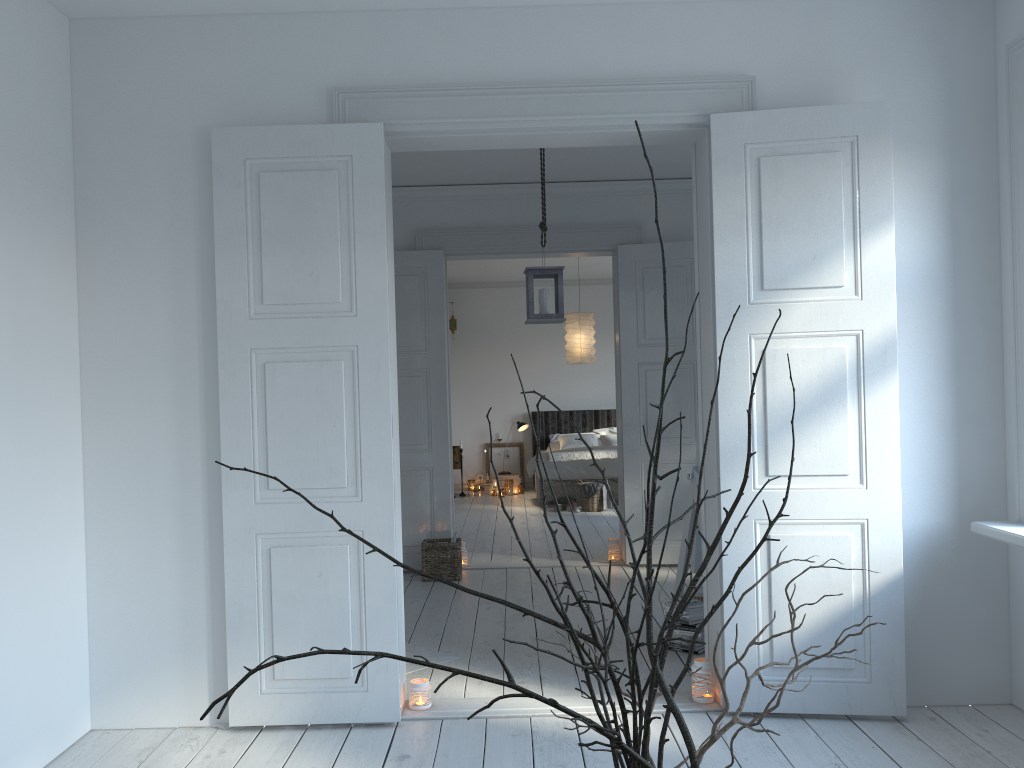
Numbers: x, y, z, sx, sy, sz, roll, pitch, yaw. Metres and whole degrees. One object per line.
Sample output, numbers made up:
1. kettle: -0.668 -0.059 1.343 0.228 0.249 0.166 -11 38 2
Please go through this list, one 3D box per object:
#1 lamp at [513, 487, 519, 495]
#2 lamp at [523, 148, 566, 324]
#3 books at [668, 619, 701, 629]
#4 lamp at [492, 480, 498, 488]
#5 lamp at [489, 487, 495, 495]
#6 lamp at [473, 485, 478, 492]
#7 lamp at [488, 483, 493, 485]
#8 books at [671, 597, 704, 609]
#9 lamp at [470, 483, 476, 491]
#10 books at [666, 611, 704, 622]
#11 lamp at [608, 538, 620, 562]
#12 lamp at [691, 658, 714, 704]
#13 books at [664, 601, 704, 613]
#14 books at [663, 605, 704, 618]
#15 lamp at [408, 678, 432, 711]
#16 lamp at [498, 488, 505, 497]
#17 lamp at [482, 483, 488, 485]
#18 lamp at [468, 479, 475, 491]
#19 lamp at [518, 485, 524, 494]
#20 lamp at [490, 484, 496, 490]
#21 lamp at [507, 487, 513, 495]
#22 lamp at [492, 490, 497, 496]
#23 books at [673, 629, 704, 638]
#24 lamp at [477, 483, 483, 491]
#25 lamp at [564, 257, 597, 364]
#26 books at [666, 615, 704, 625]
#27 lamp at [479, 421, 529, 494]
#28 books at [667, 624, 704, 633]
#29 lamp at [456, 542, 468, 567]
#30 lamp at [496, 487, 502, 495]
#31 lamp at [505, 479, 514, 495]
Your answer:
1. lamp: 0.046 1.370 11.388 0.081 0.098 0.080 -2 0 34
2. lamp: 0.174 -1.249 5.295 0.228 1.762 0.228 -2 0 -3
3. books: 0.864 1.172 4.377 0.178 0.016 0.128 -2 -1 43
4. lamp: -0.210 1.279 11.376 0.081 0.098 0.080 -2 0 43
5. lamp: -0.255 1.378 11.377 0.081 0.098 0.080 -2 0 34
6. lamp: -0.489 1.395 11.856 0.063 0.091 0.073 -2 0 32
7. lamp: -0.282 1.386 11.939 0.080 0.098 0.081 -2 0 -44
8. books: 0.872 1.080 4.371 0.111 0.014 0.156 -1 -1 -21
9. lamp: -0.521 1.393 11.967 0.080 0.098 0.081 -2 0 -29
10. books: 0.867 1.139 4.381 0.128 0.016 0.181 -1 -1 -29
11. lamp: 0.763 1.245 6.643 0.089 0.166 0.089 -2 0 -7
12. lamp: 0.778 1.208 3.616 0.089 0.166 0.089 -2 0 -1
13. books: 0.864 1.096 4.384 0.132 0.017 0.187 -1 -1 -27
14. books: 0.858 1.117 4.387 0.128 0.026 0.200 -1 -1 -29
15. lamp: -0.377 1.270 3.627 0.093 0.110 0.093 -2 0 17
16. lamp: -0.134 1.368 11.140 0.081 0.106 0.081 -2 0 -24
17. lamp: -0.360 1.388 11.896 0.080 0.098 0.081 -2 0 -29
18. lamp: -0.550 1.374 12.062 0.107 0.141 0.108 -2 0 -28
19. lamp: 0.114 1.365 11.455 0.080 0.107 0.080 -2 0 -28
20. lamp: -0.252 1.384 11.810 0.080 0.098 0.081 -2 0 -29
21. lamp: -0.021 1.371 11.332 0.081 0.098 0.080 -2 0 34
22. lamp: -0.224 1.386 11.275 0.067 0.078 0.070 -2 0 42
23. books: 0.877 1.216 4.379 0.167 0.022 0.128 -2 -1 34
24. lamp: -0.433 1.390 11.946 0.080 0.098 0.081 -2 0 -29
25. lamp: 0.707 -0.830 9.341 0.339 1.231 0.340 -1 0 31
26. books: 0.867 1.155 4.379 0.128 0.016 0.177 -1 -1 -34
27. lamp: -0.130 0.962 11.765 0.826 0.936 0.450 -2 0 18
28. books: 0.864 1.193 4.386 0.193 0.022 0.128 -2 -1 32
29. lamp: -0.379 1.273 6.631 0.093 0.180 0.093 -2 0 -17
30. lamp: -0.165 1.376 11.372 0.081 0.098 0.080 -2 0 34
31. lamp: -0.036 1.328 11.444 0.117 0.188 0.121 -2 0 43
